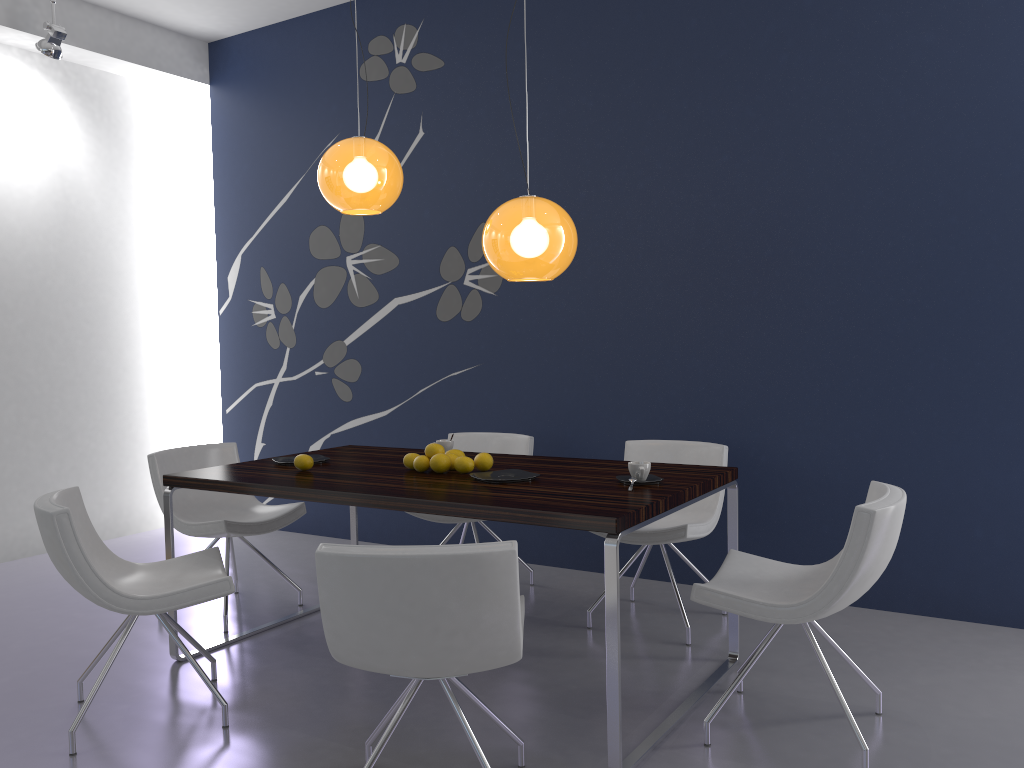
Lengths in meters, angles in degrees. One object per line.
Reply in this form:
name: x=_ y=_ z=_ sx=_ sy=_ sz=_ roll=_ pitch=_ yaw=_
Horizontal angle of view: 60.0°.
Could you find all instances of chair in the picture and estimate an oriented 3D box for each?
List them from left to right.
chair: x=-1.320 y=0.775 z=3.134 sx=0.620 sy=0.805 sz=0.508 roll=-2 pitch=3 yaw=-23
chair: x=-1.412 y=0.718 z=4.369 sx=0.620 sy=0.805 sz=0.508 roll=0 pitch=3 yaw=32
chair: x=-0.221 y=0.784 z=2.438 sx=0.508 sy=0.805 sz=0.620 roll=-1 pitch=3 yaw=2
chair: x=-0.206 y=0.681 z=4.627 sx=0.508 sy=0.805 sz=0.620 roll=0 pitch=3 yaw=27
chair: x=0.677 y=0.688 z=4.077 sx=0.508 sy=0.805 sz=0.620 roll=0 pitch=3 yaw=32
chair: x=0.950 y=0.738 z=2.899 sx=0.620 sy=0.805 sz=0.508 roll=0 pitch=3 yaw=27

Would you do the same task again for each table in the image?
table: x=-0.261 y=0.742 z=3.594 sx=2.046 sy=0.783 sz=1.127 roll=0 pitch=3 yaw=32

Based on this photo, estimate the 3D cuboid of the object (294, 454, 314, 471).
object: x=-0.862 y=0.325 z=3.674 sx=0.083 sy=0.068 sz=0.070 roll=1 pitch=3 yaw=36

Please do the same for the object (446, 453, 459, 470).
object: x=-0.246 y=0.314 z=3.588 sx=0.081 sy=0.071 sz=0.069 roll=-1 pitch=3 yaw=9

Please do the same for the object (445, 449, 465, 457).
object: x=-0.237 y=0.308 z=3.669 sx=0.094 sy=0.077 sz=0.079 roll=-2 pitch=3 yaw=-14

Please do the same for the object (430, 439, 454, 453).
object: x=-0.313 y=0.290 z=4.049 sx=0.101 sy=0.064 sz=0.081 roll=-3 pitch=3 yaw=-33

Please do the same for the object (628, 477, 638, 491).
object: x=0.417 y=0.344 z=3.081 sx=0.032 sy=0.028 sz=0.155 roll=-1 pitch=3 yaw=13

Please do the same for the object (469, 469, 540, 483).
object: x=-0.028 y=0.349 z=3.341 sx=0.232 sy=0.020 sz=0.232 roll=-3 pitch=3 yaw=-30

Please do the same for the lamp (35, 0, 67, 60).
lamp: x=-2.666 y=-2.137 z=5.129 sx=0.185 sy=0.511 sz=0.150 roll=0 pitch=3 yaw=32

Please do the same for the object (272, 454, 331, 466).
object: x=-0.936 y=0.340 z=3.944 sx=0.232 sy=0.020 sz=0.232 roll=-3 pitch=3 yaw=-30

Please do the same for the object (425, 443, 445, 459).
object: x=-0.310 y=0.272 z=3.570 sx=0.083 sy=0.068 sz=0.070 roll=1 pitch=3 yaw=36

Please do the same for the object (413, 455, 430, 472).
object: x=-0.361 y=0.320 z=3.559 sx=0.070 sy=0.068 sz=0.083 roll=-1 pitch=3 yaw=1

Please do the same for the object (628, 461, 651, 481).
object: x=0.463 y=0.315 z=3.177 sx=0.081 sy=0.064 sz=0.101 roll=-3 pitch=3 yaw=-32

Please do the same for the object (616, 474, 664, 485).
object: x=0.459 y=0.346 z=3.187 sx=0.154 sy=0.020 sz=0.154 roll=-2 pitch=3 yaw=-12

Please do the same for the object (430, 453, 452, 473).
object: x=-0.283 y=0.314 z=3.513 sx=0.076 sy=0.080 sz=0.094 roll=1 pitch=3 yaw=33

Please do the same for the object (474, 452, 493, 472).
object: x=-0.114 y=0.311 z=3.538 sx=0.079 sy=0.077 sz=0.094 roll=-1 pitch=3 yaw=6

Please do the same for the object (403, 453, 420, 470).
object: x=-0.405 y=0.317 z=3.637 sx=0.083 sy=0.068 sz=0.070 roll=1 pitch=3 yaw=36

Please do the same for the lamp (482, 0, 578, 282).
lamp: x=0.048 y=-1.374 z=3.280 sx=0.359 sy=1.974 sz=0.358 roll=1 pitch=3 yaw=37

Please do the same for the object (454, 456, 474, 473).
object: x=-0.188 y=0.319 z=3.497 sx=0.083 sy=0.068 sz=0.070 roll=1 pitch=3 yaw=36

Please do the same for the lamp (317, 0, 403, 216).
lamp: x=-0.652 y=-1.544 z=3.703 sx=0.358 sy=1.645 sz=0.359 roll=1 pitch=4 yaw=43
